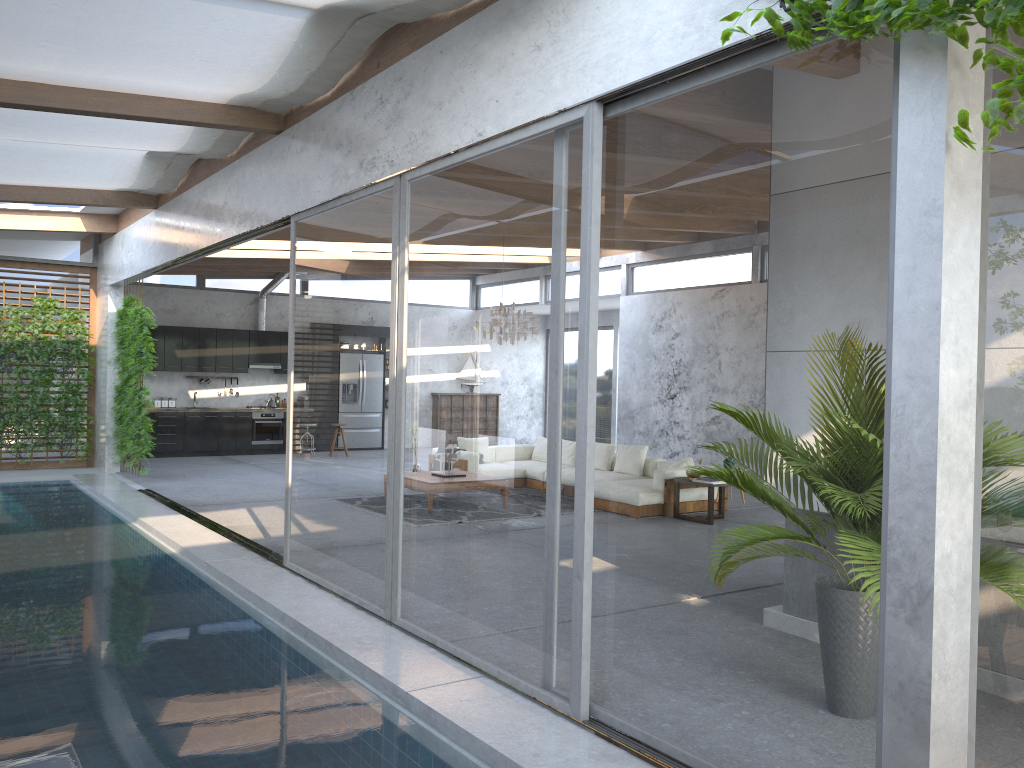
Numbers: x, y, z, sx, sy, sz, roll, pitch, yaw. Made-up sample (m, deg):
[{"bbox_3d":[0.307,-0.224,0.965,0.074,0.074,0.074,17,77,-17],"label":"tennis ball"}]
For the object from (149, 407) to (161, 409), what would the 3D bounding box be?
[{"bbox_3d":[-6.384,0.353,15.431,0.590,0.134,0.381,2,0,44],"label":"object"}]

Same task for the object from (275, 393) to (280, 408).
[{"bbox_3d":[-4.484,0.314,16.996,0.089,0.282,0.082,1,0,-39],"label":"object"}]

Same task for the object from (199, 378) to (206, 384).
[{"bbox_3d":[-5.655,-0.058,16.193,0.117,0.139,0.093,1,0,-33],"label":"object"}]

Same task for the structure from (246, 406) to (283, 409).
[{"bbox_3d":[-4.657,0.439,16.604,0.605,0.031,0.496,1,0,-35],"label":"structure"}]

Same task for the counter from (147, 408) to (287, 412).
[{"bbox_3d":[-5.477,0.468,16.037,3.805,0.061,0.607,1,0,-35],"label":"counter"}]

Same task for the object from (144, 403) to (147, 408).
[{"bbox_3d":[-6.308,0.364,15.270,0.086,0.087,0.090,2,0,33],"label":"object"}]

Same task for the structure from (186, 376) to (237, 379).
[{"bbox_3d":[-5.501,-0.117,16.316,0.932,0.046,0.081,1,0,-35],"label":"structure"}]

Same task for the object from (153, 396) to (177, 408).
[{"bbox_3d":[-6.191,0.323,15.797,0.405,0.200,0.147,1,0,-33],"label":"object"}]

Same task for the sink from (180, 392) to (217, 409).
[{"bbox_3d":[-5.640,0.404,15.924,0.526,0.514,0.514,1,0,-35],"label":"sink"}]

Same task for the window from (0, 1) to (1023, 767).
[{"bbox_3d":[-0.802,-0.443,10.675,14.294,3.764,23.280,1,0,-35],"label":"window"}]

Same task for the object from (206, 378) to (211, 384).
[{"bbox_3d":[-5.561,-0.056,16.249,0.117,0.139,0.093,1,0,-18],"label":"object"}]

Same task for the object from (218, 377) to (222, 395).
[{"bbox_3d":[-5.396,0.040,16.380,0.071,0.325,0.066,1,0,-35],"label":"object"}]

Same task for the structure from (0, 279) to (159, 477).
[{"bbox_3d":[-5.200,-0.069,8.772,2.739,2.687,10.282,1,0,-17],"label":"structure"}]

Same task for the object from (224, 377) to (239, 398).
[{"bbox_3d":[-5.203,0.065,16.474,0.282,0.380,0.070,1,0,-34],"label":"object"}]

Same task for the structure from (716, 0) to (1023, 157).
[{"bbox_3d":[1.079,-1.524,2.311,0.918,2.054,1.822,1,0,-37],"label":"structure"}]

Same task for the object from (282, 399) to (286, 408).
[{"bbox_3d":[-4.397,0.365,17.081,0.080,0.183,0.039,1,0,-22],"label":"object"}]

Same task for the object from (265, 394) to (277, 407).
[{"bbox_3d":[-4.514,0.309,16.637,0.222,0.235,0.222,1,0,-45],"label":"object"}]

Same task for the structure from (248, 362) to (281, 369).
[{"bbox_3d":[-4.700,-0.347,16.689,0.599,0.104,0.368,1,0,-35],"label":"structure"}]

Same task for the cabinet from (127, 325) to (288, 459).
[{"bbox_3d":[-4.620,0.053,16.645,5.901,2.502,0.709,1,0,-36],"label":"cabinet"}]

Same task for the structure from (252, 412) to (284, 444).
[{"bbox_3d":[-4.654,0.811,16.589,0.587,0.588,0.584,1,0,-35],"label":"structure"}]

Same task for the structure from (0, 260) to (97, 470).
[{"bbox_3d":[-8.239,-0.292,12.537,4.313,3.079,0.085,1,0,-35],"label":"structure"}]
